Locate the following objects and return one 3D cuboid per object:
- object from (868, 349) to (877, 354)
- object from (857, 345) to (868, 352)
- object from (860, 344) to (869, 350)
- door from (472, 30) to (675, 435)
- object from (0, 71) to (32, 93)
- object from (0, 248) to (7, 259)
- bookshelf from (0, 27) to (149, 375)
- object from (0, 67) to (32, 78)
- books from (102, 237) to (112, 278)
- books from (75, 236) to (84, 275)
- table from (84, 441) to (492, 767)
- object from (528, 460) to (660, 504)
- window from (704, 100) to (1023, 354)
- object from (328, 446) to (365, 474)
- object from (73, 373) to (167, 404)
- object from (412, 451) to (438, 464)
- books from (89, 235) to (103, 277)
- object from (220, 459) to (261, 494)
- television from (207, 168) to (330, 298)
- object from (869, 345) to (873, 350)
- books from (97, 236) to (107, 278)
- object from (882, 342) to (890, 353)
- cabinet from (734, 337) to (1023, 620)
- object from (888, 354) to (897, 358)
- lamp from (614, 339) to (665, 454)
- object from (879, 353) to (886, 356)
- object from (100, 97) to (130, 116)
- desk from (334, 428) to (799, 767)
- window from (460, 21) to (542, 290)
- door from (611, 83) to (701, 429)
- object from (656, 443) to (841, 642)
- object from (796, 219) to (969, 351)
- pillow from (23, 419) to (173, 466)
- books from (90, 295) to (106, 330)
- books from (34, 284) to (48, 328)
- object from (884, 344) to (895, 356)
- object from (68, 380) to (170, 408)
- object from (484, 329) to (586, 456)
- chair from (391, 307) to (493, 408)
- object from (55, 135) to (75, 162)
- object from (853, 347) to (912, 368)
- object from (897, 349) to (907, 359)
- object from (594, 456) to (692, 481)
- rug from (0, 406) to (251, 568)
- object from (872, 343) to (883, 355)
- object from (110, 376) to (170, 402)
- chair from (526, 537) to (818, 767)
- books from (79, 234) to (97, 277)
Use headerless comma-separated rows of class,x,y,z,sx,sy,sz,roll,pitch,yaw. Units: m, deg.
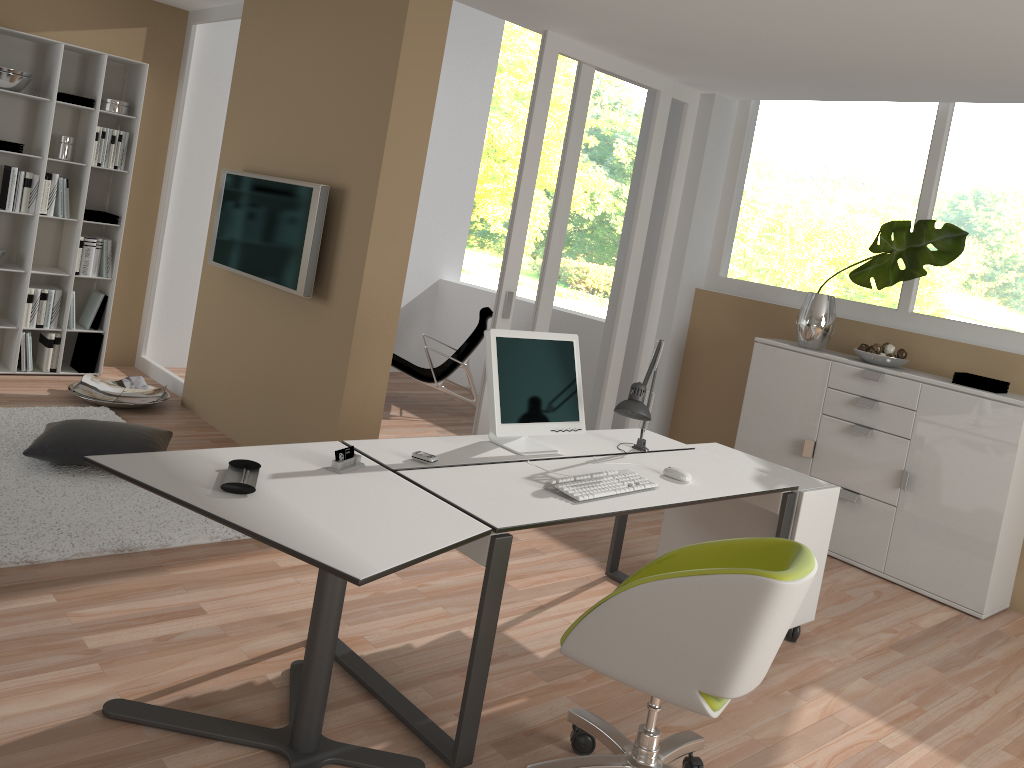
object,2.004,-0.160,4.898,0.051,0.065,0.057,7,7,-30
object,1.990,-0.188,4.996,0.056,0.061,0.055,10,6,0
object,2.017,-0.199,5.043,0.056,0.064,0.053,13,7,25
door,0.399,-0.718,5.445,1.180,2.627,0.061,6,5,-43
object,-3.179,-1.888,5.503,0.300,0.106,0.301,12,9,11
object,-3.370,-0.811,5.562,0.300,0.106,0.301,12,9,11
bookshelf,-3.113,-1.150,5.739,1.032,2.125,0.338,6,5,-43
object,-3.174,-1.915,5.502,0.300,0.106,0.301,12,9,11
books,-2.792,-0.871,6.040,0.059,0.258,0.211,7,6,-43
books,-2.935,-0.872,5.900,0.040,0.256,0.211,7,6,-43
table,-0.602,0.642,2.344,0.807,0.682,0.941,3,11,-46
object,0.217,0.324,3.009,0.394,0.079,0.454,18,13,41
window,2.722,-1.094,4.859,0.045,1.781,3.698,7,8,-43
object,-0.493,0.227,2.661,0.049,0.055,0.131,12,9,21
object,-2.447,0.046,5.494,0.497,0.096,0.349,8,10,-13
object,-0.284,0.239,2.866,0.085,0.021,0.047,15,10,26
books,-2.852,-0.873,5.991,0.040,0.256,0.211,7,6,-43
object,-0.729,0.249,2.376,0.089,0.030,0.219,8,10,-14
television,-1.377,-0.863,4.871,0.054,0.574,1.195,7,8,-43
object,2.068,-0.192,5.060,0.054,0.063,0.057,11,6,6
books,-2.811,-0.871,6.023,0.059,0.258,0.211,7,6,-43
object,2.128,-0.202,4.998,0.052,0.070,0.054,6,7,-37
cabinet,2.008,0.435,4.939,0.414,1.074,1.550,6,8,-43
object,2.099,-0.136,4.860,0.054,0.063,0.056,13,7,24
lamp,0.480,0.100,3.404,0.141,0.524,0.543,11,7,11
object,2.057,-0.140,4.892,0.055,0.065,0.052,15,7,37
object,-2.686,-1.871,5.942,0.191,0.089,0.195,10,9,-1
desk,0.217,0.630,3.223,1.593,0.680,0.818,2,11,-43
window,3.722,-2.503,11.946,12.219,5.910,2.071,15,6,30
door,0.628,-0.729,5.733,1.180,2.627,0.046,6,5,-43
object,0.985,0.678,3.784,0.306,0.670,0.632,6,7,-43
object,2.092,-0.545,5.012,0.872,0.838,0.263,16,7,44
pillow,-1.990,0.290,4.282,0.606,0.208,0.592,7,10,-18
books,-2.874,-0.509,6.073,0.043,0.236,0.214,7,7,-43
books,-3.122,-0.514,5.803,0.040,0.256,0.211,7,6,-43
object,2.100,-0.188,4.894,0.051,0.066,0.057,8,6,-20
object,-2.447,0.078,5.482,0.590,0.063,0.587,14,11,21
object,0.082,0.024,3.288,0.464,0.428,0.200,4,8,-43
chair,-0.855,-0.260,6.775,1.429,0.818,0.702,9,6,-8
object,-2.919,-1.539,5.747,0.093,0.160,0.095,7,6,-29
object,2.076,-0.140,4.954,0.315,0.063,0.316,12,10,11
object,2.145,-0.161,4.842,0.052,0.067,0.054,6,7,-35
object,0.474,0.323,3.267,0.374,0.079,0.141,15,9,25
rug,-2.253,0.393,4.007,1.443,0.045,2.060,1,14,-43
object,2.045,-0.196,4.925,0.054,0.063,0.055,14,7,31
object,-2.423,0.055,5.539,0.341,0.096,0.508,1,13,-43
chair,0.423,0.771,2.329,0.603,0.803,0.622,12,6,21
books,-2.887,-0.870,5.939,0.076,0.256,0.211,7,7,-43
